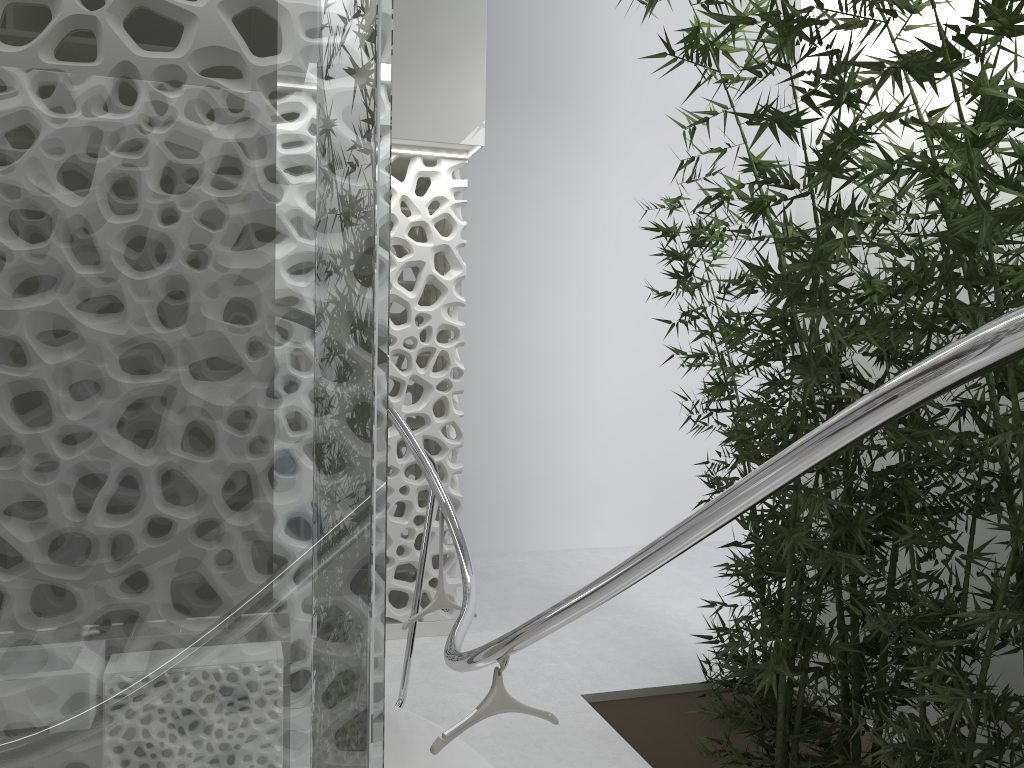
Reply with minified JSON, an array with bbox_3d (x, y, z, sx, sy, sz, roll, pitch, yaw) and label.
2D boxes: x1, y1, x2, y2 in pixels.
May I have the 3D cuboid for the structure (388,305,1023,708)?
[{"bbox_3d":[-2.085,0.715,1.861,5.250,2.080,5.433,0,2,-22],"label":"structure"}]

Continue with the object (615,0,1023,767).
[{"bbox_3d":[1.438,-0.170,2.520,4.097,4.038,4.664,2,2,32],"label":"object"}]
